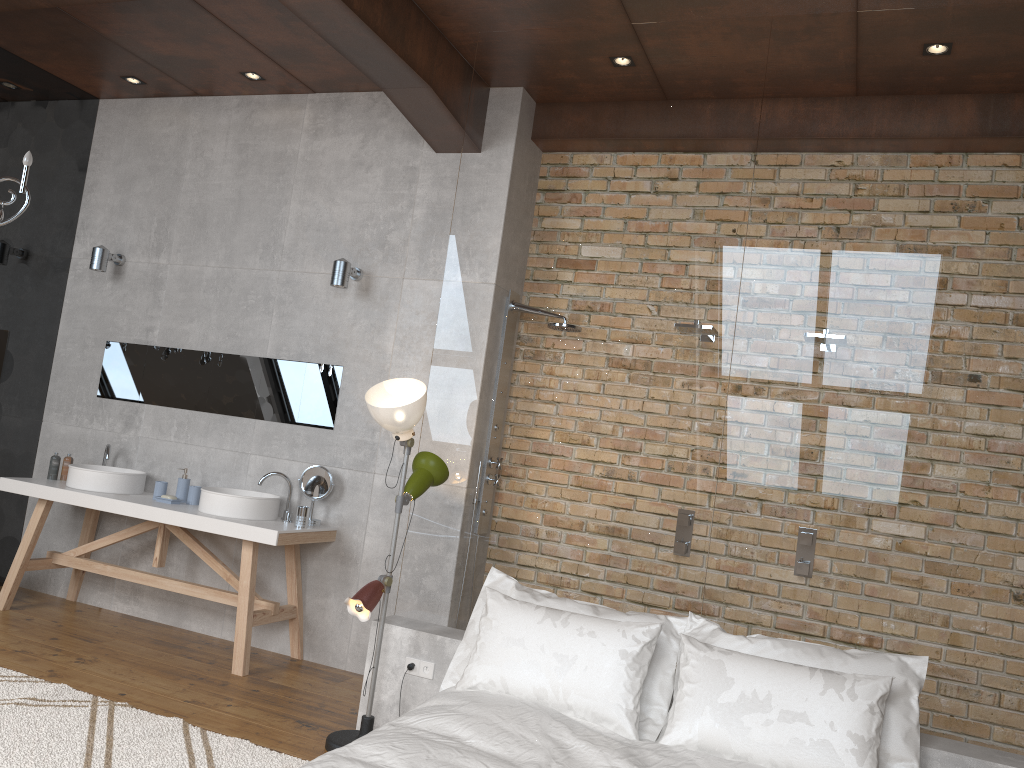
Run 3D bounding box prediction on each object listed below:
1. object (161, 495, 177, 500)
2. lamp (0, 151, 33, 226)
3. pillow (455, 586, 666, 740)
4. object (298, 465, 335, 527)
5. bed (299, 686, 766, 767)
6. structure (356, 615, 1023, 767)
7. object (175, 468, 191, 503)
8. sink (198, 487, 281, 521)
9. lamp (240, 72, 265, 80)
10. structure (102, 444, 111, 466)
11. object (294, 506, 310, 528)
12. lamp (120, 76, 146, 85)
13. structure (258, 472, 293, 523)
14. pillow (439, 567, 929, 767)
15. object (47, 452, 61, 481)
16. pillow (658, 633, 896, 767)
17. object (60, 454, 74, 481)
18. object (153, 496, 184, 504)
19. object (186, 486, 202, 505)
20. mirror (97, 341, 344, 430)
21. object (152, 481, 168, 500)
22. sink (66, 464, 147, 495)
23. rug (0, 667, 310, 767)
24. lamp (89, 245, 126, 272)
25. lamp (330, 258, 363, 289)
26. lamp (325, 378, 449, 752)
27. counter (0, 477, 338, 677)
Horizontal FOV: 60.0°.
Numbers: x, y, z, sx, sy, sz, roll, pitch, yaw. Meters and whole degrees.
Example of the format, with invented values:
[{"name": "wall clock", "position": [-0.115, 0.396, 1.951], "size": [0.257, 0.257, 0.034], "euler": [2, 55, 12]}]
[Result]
[{"name": "object", "position": [-1.995, 0.663, 5.158], "size": [0.084, 0.035, 0.067], "euler": [6, -5, 24]}, {"name": "lamp", "position": [-2.692, -1.357, 3.536], "size": [1.409, 1.594, 1.409], "euler": [4, -6, 44]}, {"name": "pillow", "position": [0.173, 1.040, 3.352], "size": [0.744, 0.397, 0.276], "euler": [6, -5, 22]}, {"name": "object", "position": [-1.120, 0.630, 5.026], "size": [0.192, 0.338, 0.118], "euler": [10, -5, -22]}, {"name": "bed", "position": [0.360, 1.351, 2.390], "size": [2.300, 0.442, 2.169], "euler": [6, -5, 22]}, {"name": "structure", "position": [0.675, 1.457, 3.538], "size": [2.820, 0.494, 0.206], "euler": [6, -5, 22]}, {"name": "object", "position": [-1.965, 0.605, 5.303], "size": [0.076, 0.201, 0.076], "euler": [7, -5, 15]}, {"name": "sink", "position": [-1.541, 0.678, 5.026], "size": [0.442, 0.128, 0.445], "euler": [9, -5, -14]}, {"name": "lamp", "position": [-1.566, -1.874, 5.367], "size": [0.115, 0.027, 0.113], "euler": [6, -5, 22]}, {"name": "structure", "position": [-2.584, 0.508, 5.595], "size": [0.242, 0.268, 0.141], "euler": [6, -5, 27]}, {"name": "object", "position": [-1.147, 0.727, 4.849], "size": [0.073, 0.111, 0.073], "euler": [7, -5, 14]}, {"name": "lamp", "position": [-2.441, -1.967, 5.721], "size": [0.115, 0.027, 0.113], "euler": [6, -5, 22]}, {"name": "structure", "position": [-1.328, 0.642, 5.087], "size": [0.242, 0.268, 0.141], "euler": [7, -5, 17]}, {"name": "pillow", "position": [0.608, 1.107, 3.355], "size": [1.746, 0.517, 0.358], "euler": [6, -5, 21]}, {"name": "object", "position": [-2.865, 0.515, 5.553], "size": [0.058, 0.172, 0.058], "euler": [8, -4, 1]}, {"name": "pillow", "position": [0.903, 1.141, 3.056], "size": [0.748, 0.385, 0.291], "euler": [6, -5, 22]}, {"name": "object", "position": [-2.811, 0.527, 5.605], "size": [0.058, 0.172, 0.058], "euler": [7, -4, 8]}, {"name": "object", "position": [-1.998, 0.677, 5.157], "size": [0.147, 0.031, 0.100], "euler": [6, -5, 24]}, {"name": "object", "position": [-1.882, 0.660, 5.251], "size": [0.075, 0.108, 0.075], "euler": [4, -6, 42]}, {"name": "mirror", "position": [-1.858, -0.009, 5.510], "size": [1.838, 0.377, 0.007], "euler": [6, -5, 22]}, {"name": "object", "position": [-2.081, 0.632, 5.248], "size": [0.075, 0.108, 0.075], "euler": [11, -5, -32]}, {"name": "sink", "position": [-2.467, 0.580, 5.400], "size": [0.445, 0.128, 0.442], "euler": [8, -4, 4]}, {"name": "rug", "position": [-2.167, 1.275, 3.133], "size": [3.139, 0.019, 1.726], "euler": [6, -5, 22]}, {"name": "lamp", "position": [-2.646, -0.809, 5.814], "size": [0.101, 0.168, 0.243], "euler": [6, -5, 22]}, {"name": "lamp", "position": [-0.950, -0.629, 5.128], "size": [0.101, 0.168, 0.243], "euler": [6, -5, 22]}, {"name": "lamp", "position": [-0.535, 0.762, 3.826], "size": [0.270, 1.582, 0.561], "euler": [6, -5, 19]}, {"name": "counter", "position": [-2.065, 1.070, 5.179], "size": [2.011, 0.765, 0.630], "euler": [6, -5, 22]}]
